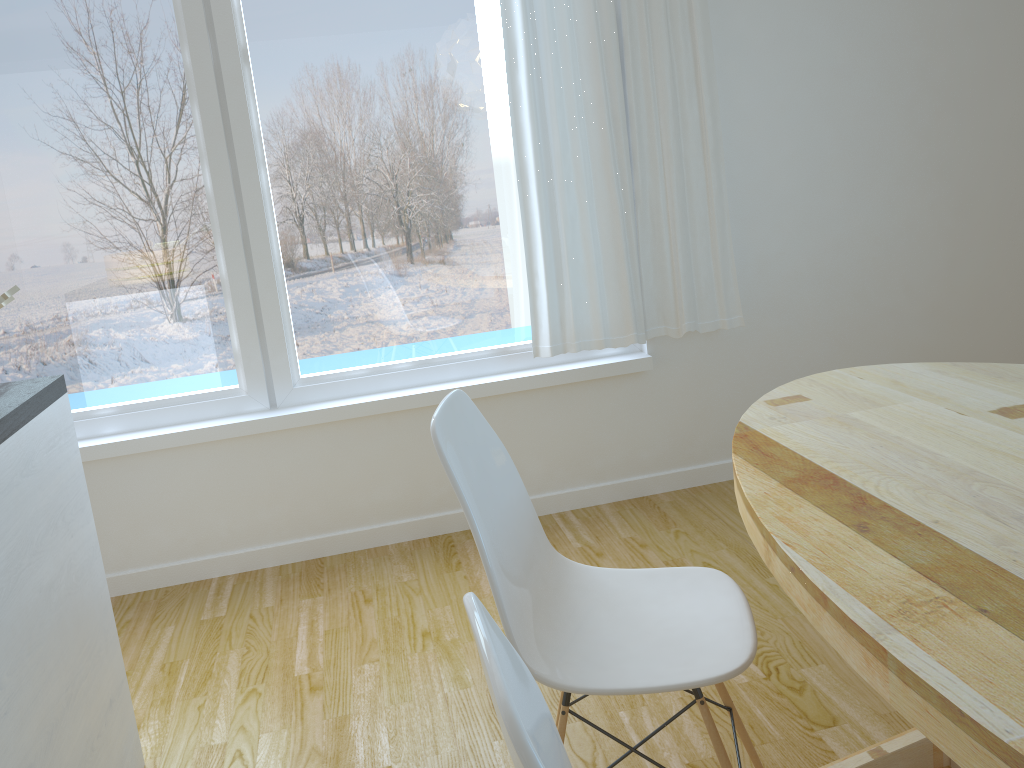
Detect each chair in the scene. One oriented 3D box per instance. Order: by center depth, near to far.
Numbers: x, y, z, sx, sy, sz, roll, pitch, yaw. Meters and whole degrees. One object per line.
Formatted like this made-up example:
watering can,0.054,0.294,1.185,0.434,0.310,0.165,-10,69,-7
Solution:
chair,0.186,0.442,1.571,0.522,0.891,0.435,-5,11,9

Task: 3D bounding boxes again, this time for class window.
window,-0.951,-0.848,2.972,2.731,1.897,0.089,-9,11,-11

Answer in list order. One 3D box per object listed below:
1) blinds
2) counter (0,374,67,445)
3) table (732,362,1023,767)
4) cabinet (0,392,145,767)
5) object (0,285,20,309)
blinds,0.348,-1.188,2.992,0.796,2.136,0.151,-9,11,-10
counter,-1.017,0.300,0.706,0.601,0.039,2.427,-9,14,-10
table,1.031,0.549,1.099,1.196,0.717,2.213,-9,14,-11
cabinet,-0.964,0.759,0.790,0.601,0.899,2.426,-9,13,-10
object,-1.191,-0.035,1.636,0.378,0.212,0.435,-2,14,17
